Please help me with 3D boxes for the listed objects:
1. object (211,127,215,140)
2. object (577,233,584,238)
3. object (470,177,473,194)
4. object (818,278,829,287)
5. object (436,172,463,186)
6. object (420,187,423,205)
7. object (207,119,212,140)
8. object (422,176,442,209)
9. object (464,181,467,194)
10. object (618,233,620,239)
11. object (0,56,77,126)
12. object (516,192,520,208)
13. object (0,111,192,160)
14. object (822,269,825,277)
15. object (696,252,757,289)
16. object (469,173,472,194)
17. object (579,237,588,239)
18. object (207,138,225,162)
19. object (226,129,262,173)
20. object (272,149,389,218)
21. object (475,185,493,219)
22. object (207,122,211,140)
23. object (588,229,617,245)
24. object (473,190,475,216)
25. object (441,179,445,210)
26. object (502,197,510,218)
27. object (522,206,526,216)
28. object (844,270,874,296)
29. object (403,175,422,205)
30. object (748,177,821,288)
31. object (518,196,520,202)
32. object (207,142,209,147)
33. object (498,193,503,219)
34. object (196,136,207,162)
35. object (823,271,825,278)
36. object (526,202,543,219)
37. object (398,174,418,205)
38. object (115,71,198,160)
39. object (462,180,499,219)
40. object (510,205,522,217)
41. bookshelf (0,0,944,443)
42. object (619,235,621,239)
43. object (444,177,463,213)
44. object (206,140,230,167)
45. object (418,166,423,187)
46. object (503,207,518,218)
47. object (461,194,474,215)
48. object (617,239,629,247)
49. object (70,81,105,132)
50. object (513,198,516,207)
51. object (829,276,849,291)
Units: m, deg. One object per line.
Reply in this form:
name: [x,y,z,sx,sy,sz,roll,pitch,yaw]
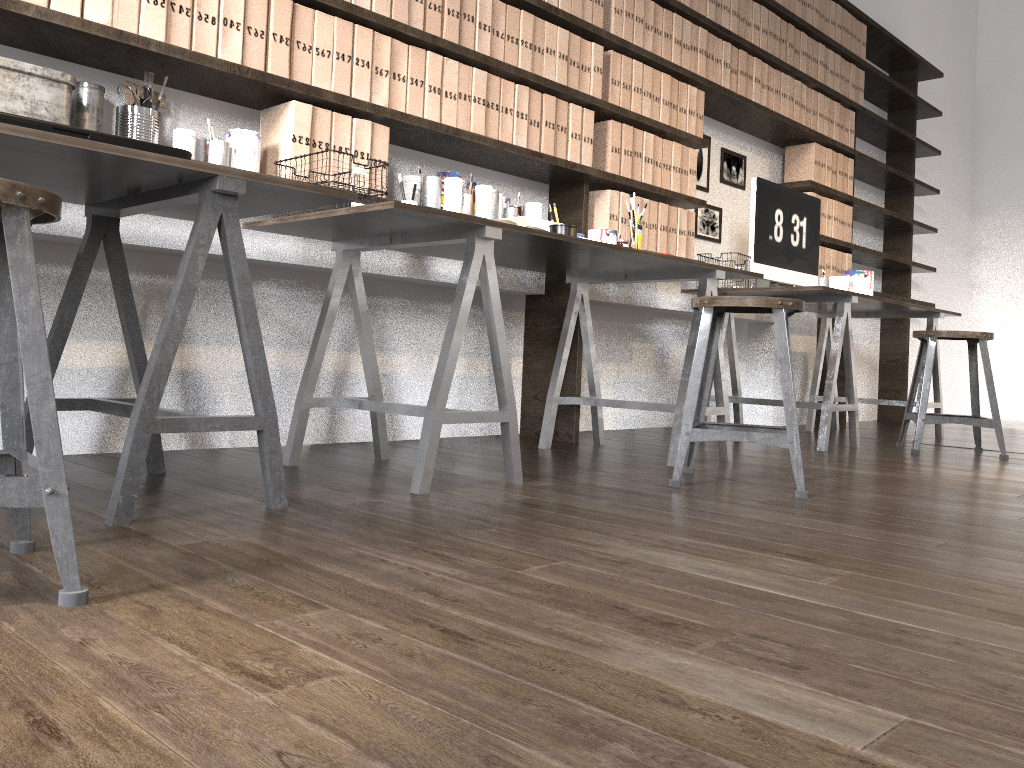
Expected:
object: [-0.789,-0.631,2.360,0.004,0.103,0.035,1,-1,40]
object: [0.216,-0.485,3.248,0.094,0.128,0.094,2,0,40]
object: [-0.148,-0.651,3.099,0.005,0.149,0.036,3,-1,-23]
object: [1.589,-0.471,4.554,0.096,0.143,0.096,3,0,-29]
object: [-0.220,-0.643,3.054,0.094,0.162,0.094,2,-1,40]
object: [-0.298,-0.616,3.014,0.054,0.101,0.054,2,-1,43]
object: [-0.805,-0.644,2.372,0.008,0.125,0.041,2,-1,33]
object: [-0.266,-0.625,2.935,0.062,0.118,0.063,3,-1,-5]
object: [-0.167,-0.641,3.090,0.004,0.130,0.035,3,-1,-21]
object: [0.393,-0.493,3.308,0.005,0.148,0.033,1,-2,43]
object: [-1.190,-0.656,2.038,0.193,0.152,0.316,3,1,43]
object: [0.016,-0.632,3.234,0.029,0.135,0.004,2,-2,40]
object: [-0.869,-0.436,1.629,0.312,0.033,0.445,4,2,44]
object: [1.648,-0.502,4.657,0.045,0.204,0.007,2,-1,25]
object: [0.964,-0.491,3.962,0.204,0.161,0.284,3,1,36]
object: [-0.149,-0.650,3.090,0.004,0.169,0.029,3,-1,-24]
object: [0.240,-0.468,3.138,0.062,0.094,0.062,2,0,4]
object: [-0.814,-0.623,2.436,0.045,0.101,0.044,3,-1,-43]
object: [-0.746,-0.633,2.456,0.095,0.128,0.094,3,0,-39]
object: [-0.481,-0.504,2.334,0.284,0.161,0.203,3,1,44]
object: [-0.098,-0.621,3.051,0.062,0.119,0.062,2,-1,12]
object: [-0.805,-0.636,2.366,0.004,0.127,0.028,1,-2,42]
object: [0.326,-0.485,3.209,0.105,0.142,0.104,3,0,-38]
object: [-0.120,-0.626,3.154,0.044,0.128,0.045,3,-1,-28]
object: [-0.241,-0.626,2.987,0.044,0.128,0.045,2,-1,44]
object: [-0.055,-0.630,3.315,0.095,0.130,0.094,2,0,31]
object: [0.068,-0.611,3.288,0.063,0.095,0.062,3,0,-14]
object: [1.785,-0.483,4.564,0.145,0.196,0.144,2,0,16]
object: [-0.333,-0.628,2.935,0.062,0.119,0.062,3,-1,-5]
object: [1.263,-0.662,4.182,0.204,0.518,0.642,2,0,44]
object: [0.013,-0.633,3.243,0.036,0.119,0.005,2,-2,41]
object: [-0.854,-0.665,2.482,0.061,0.016,0.061,2,2,1]
object: [-0.066,-0.624,3.184,0.062,0.119,0.062,2,-1,12]
object: [-0.866,-0.624,2.412,0.063,0.093,0.062,2,0,6]
object: [1.656,-0.502,4.645,0.055,0.180,0.007,2,-1,26]
object: [0.079,-0.609,3.222,0.062,0.096,0.062,3,0,-14]
object: [-0.312,-0.531,2.687,0.101,0.209,0.101,2,-1,-1]
object: [-0.933,-0.713,2.316,0.156,0.272,0.181,2,0,28]
object: [-0.138,-0.642,3.155,0.094,0.162,0.205,3,0,-45]
object: [0.013,-0.614,3.305,0.045,0.102,0.044,2,-1,35]
bookshelf: [-0.370,-0.658,2.978,0.374,3.210,9.166,1,0,44]
object: [0.391,-0.494,3.298,0.005,0.130,0.040,1,-2,42]
object: [-0.196,-0.622,2.944,0.062,0.119,0.062,2,-1,4]
object: [-0.825,-0.619,2.431,0.062,0.093,0.181,3,1,-32]
object: [-0.305,-0.654,2.999,0.041,0.169,0.009,3,-2,-43]
object: [-0.006,-0.603,3.245,0.054,0.081,0.054,2,0,34]
object: [-0.164,-0.613,3.108,0.054,0.101,0.054,3,-1,-29]
object: [0.400,-0.469,3.229,0.049,0.112,0.049,3,-1,-43]
object: [-1.090,-0.670,2.267,0.079,0.188,0.078,2,-1,23]
object: [0.000,-0.625,3.227,0.035,0.104,0.004,2,-2,42]
object: [1.645,-0.466,4.462,0.094,0.145,0.094,3,0,-20]
